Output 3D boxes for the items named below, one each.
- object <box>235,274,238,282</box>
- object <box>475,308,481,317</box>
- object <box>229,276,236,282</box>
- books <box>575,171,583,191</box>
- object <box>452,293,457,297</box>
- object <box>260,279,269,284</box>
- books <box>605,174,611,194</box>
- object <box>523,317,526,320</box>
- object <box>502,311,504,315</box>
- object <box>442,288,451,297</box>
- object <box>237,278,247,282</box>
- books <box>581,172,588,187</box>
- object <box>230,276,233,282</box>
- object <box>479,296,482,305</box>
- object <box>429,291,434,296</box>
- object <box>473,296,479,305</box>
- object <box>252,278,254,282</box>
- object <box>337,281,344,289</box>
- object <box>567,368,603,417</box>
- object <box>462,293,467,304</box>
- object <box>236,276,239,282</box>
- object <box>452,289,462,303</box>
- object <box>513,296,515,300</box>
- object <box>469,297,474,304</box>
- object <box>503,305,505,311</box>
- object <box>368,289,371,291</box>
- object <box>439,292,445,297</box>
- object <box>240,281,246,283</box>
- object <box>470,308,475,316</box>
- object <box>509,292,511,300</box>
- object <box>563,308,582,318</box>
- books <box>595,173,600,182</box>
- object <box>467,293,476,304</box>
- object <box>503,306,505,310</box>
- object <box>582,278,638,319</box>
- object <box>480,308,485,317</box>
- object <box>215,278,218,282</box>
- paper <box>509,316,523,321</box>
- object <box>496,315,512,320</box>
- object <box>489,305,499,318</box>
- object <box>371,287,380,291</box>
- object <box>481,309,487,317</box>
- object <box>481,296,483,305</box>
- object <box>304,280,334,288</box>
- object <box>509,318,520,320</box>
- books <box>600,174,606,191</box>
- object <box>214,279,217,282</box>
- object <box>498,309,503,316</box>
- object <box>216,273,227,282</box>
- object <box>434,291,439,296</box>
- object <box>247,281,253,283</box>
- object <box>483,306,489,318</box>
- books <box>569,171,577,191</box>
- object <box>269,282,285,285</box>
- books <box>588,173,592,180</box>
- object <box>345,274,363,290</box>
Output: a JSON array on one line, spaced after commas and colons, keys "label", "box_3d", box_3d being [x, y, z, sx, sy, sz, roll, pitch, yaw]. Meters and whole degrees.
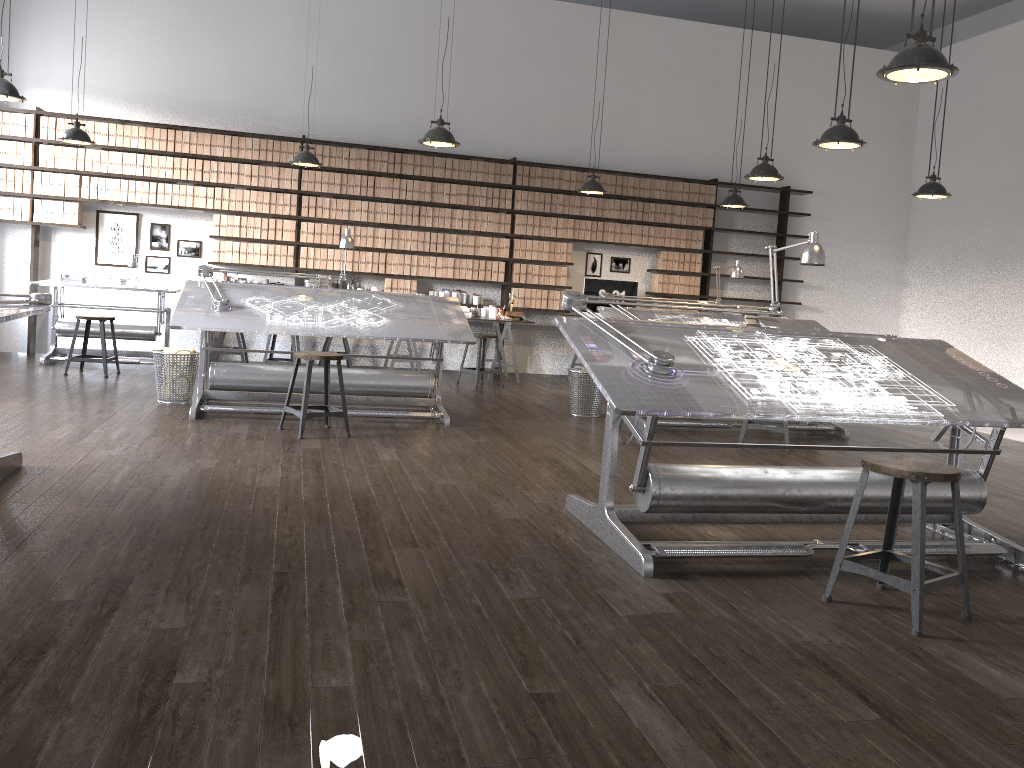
[{"label": "object", "box_3d": [-2.864, -1.033, 9.158, 0.055, 0.213, 0.007, 5, 4, 21]}, {"label": "object", "box_3d": [-0.379, -0.795, 9.855, 0.063, 0.093, 0.063, 6, 5, 27]}, {"label": "object", "box_3d": [-2.979, -1.082, 9.435, 0.070, 0.130, 0.070, 6, 4, 24]}, {"label": "books", "box_3d": [0.749, -2.329, 10.225, 0.066, 0.225, 0.175, 3, 5, -14]}, {"label": "object", "box_3d": [-0.645, -0.963, 9.923, 0.062, 0.119, 0.062, 8, 6, 44]}, {"label": "object", "box_3d": [-2.636, -1.044, 9.504, 0.237, 0.161, 0.107, 9, 6, 41]}, {"label": "books", "box_3d": [1.086, -2.315, 10.307, 0.066, 0.225, 0.175, 3, 5, -14]}, {"label": "object", "box_3d": [0.134, -0.727, 9.819, 0.049, 0.037, 0.049, 3, 5, -11]}, {"label": "object", "box_3d": [-0.123, -0.775, 9.886, 0.060, 0.088, 0.060, 3, 4, -10]}, {"label": "object", "box_3d": [-0.745, -0.994, 9.989, 0.095, 0.161, 0.094, 3, 4, -18]}, {"label": "object", "box_3d": [-2.896, -1.072, 9.497, 0.095, 0.127, 0.094, 5, 5, 16]}, {"label": "books", "box_3d": [0.816, -2.327, 10.243, 0.066, 0.225, 0.175, 3, 5, -14]}, {"label": "object", "box_3d": [-2.882, -1.023, 9.166, 0.071, 0.186, 0.008, 3, 4, -13]}, {"label": "object", "box_3d": [-0.378, -0.947, 10.036, 0.063, 0.094, 0.063, 5, 5, 18]}, {"label": "object", "box_3d": [-0.904, -0.984, 9.949, 0.062, 0.119, 0.062, 6, 5, 27]}, {"label": "object", "box_3d": [-0.404, -0.942, 9.975, 0.062, 0.095, 0.062, 5, 4, 18]}, {"label": "object", "box_3d": [-2.788, -1.072, 9.499, 0.029, 0.133, 0.004, 4, 3, 8]}, {"label": "object", "box_3d": [-1.899, -1.064, 9.783, 0.079, 0.188, 0.079, 1, 5, -35]}, {"label": "object", "box_3d": [0.621, 0.074, 7.402, 0.353, 0.376, 0.354, 5, 5, 7]}, {"label": "object", "box_3d": [-0.546, -0.967, 10.018, 0.062, 0.119, 0.062, 8, 6, 44]}, {"label": "object", "box_3d": [-2.863, -1.029, 9.174, 0.055, 0.192, 0.006, 3, 4, -15]}, {"label": "object", "box_3d": [-0.623, -0.990, 10.031, 0.094, 0.161, 0.206, 3, 5, -13]}, {"label": "object", "box_3d": [0.001, -0.904, 9.878, 0.071, 0.185, 0.008, 6, 4, 28]}, {"label": "object", "box_3d": [-0.463, -0.943, 10.039, 0.054, 0.081, 0.054, 2, 5, -24]}, {"label": "object", "box_3d": [-0.095, -0.806, 9.886, 0.033, 0.147, 0.005, 3, 4, -15]}, {"label": "object", "box_3d": [-1.577, -1.001, 9.781, 0.045, 0.101, 0.044, 3, 4, -11]}, {"label": "object", "box_3d": [-0.784, -0.968, 9.884, 0.062, 0.119, 0.062, 7, 5, 36]}, {"label": "object", "box_3d": [-2.857, -1.045, 9.393, 0.062, 0.094, 0.062, 2, 5, -28]}, {"label": "object", "box_3d": [-0.436, -0.804, 9.890, 0.062, 0.094, 0.062, 6, 5, 27]}, {"label": "object", "box_3d": [-0.016, -0.917, 9.876, 0.055, 0.213, 0.007, 3, 3, -7]}, {"label": "object", "box_3d": [0.736, -0.780, 10.139, 0.284, 0.160, 0.204, 2, 6, -22]}, {"label": "books", "box_3d": [0.955, -2.320, 10.271, 0.066, 0.225, 0.175, 3, 5, -14]}, {"label": "object", "box_3d": [-0.468, -0.976, 10.124, 0.094, 0.129, 0.095, 2, 5, -27]}, {"label": "object", "box_3d": [-0.102, -0.807, 9.879, 0.040, 0.130, 0.005, 3, 4, -16]}, {"label": "object", "box_3d": [1.110, -0.933, 10.156, 0.643, 0.516, 0.205, 3, 4, -14]}, {"label": "object", "box_3d": [-0.330, -0.796, 9.886, 0.045, 0.101, 0.044, 3, 4, -14]}, {"label": "object", "box_3d": [-3.050, -0.968, 9.119, 0.069, 0.237, 0.068, 3, 4, -17]}, {"label": "paper", "box_3d": [0.041, -0.723, 9.731, 0.155, 0.038, 0.138, 4, 6, 1]}, {"label": "object", "box_3d": [-0.081, -0.729, 9.678, 0.197, 0.050, 0.132, -2, 8, -43]}, {"label": "object", "box_3d": [-0.204, -0.801, 9.838, 0.105, 0.141, 0.104, 3, 4, -6]}, {"label": "object", "box_3d": [-1.509, -1.006, 9.762, 0.095, 0.127, 0.094, 3, 4, -7]}, {"label": "object", "box_3d": [-0.315, -0.788, 9.826, 0.062, 0.094, 0.062, 7, 5, 36]}, {"label": "object", "box_3d": [-0.358, -0.954, 10.104, 0.062, 0.095, 0.062, 5, 4, 18]}, {"label": "object", "box_3d": [-2.106, -1.051, 9.642, 0.317, 0.152, 0.194, 2, 5, -15]}, {"label": "object", "box_3d": [0.027, -0.712, 9.697, 0.011, 0.017, 0.171, 8, 7, 44]}, {"label": "books", "box_3d": [1.025, -2.317, 10.288, 0.067, 0.225, 0.175, 3, 5, -14]}, {"label": "object", "box_3d": [-3.033, -0.956, 9.051, 0.069, 0.229, 0.068, 3, 4, -17]}, {"label": "object", "box_3d": [-0.132, -0.779, 9.817, 0.049, 0.111, 0.049, 3, 4, -11]}, {"label": "object", "box_3d": [-3.061, -1.094, 9.337, 0.106, 0.176, 0.108, 3, 4, -12]}, {"label": "object", "box_3d": [-0.848, -0.976, 9.914, 0.063, 0.117, 0.063, 6, 5, 27]}, {"label": "object", "box_3d": [-2.794, -1.044, 9.424, 0.062, 0.093, 0.063, 2, 5, -28]}, {"label": "object", "box_3d": [-0.277, -0.810, 9.931, 0.095, 0.127, 0.094, 3, 5, -18]}, {"label": "books", "box_3d": [0.681, -2.332, 10.204, 0.067, 0.225, 0.175, 3, 5, -14]}, {"label": "object", "box_3d": [-2.523, -1.043, 9.501, 0.170, 0.108, 0.091, 3, 5, -14]}, {"label": "books", "box_3d": [0.884, -2.324, 10.256, 0.066, 0.225, 0.175, 3, 5, -14]}, {"label": "object", "box_3d": [-1.740, -1.096, 9.739, 0.181, 0.271, 0.157, 1, 5, -30]}]
